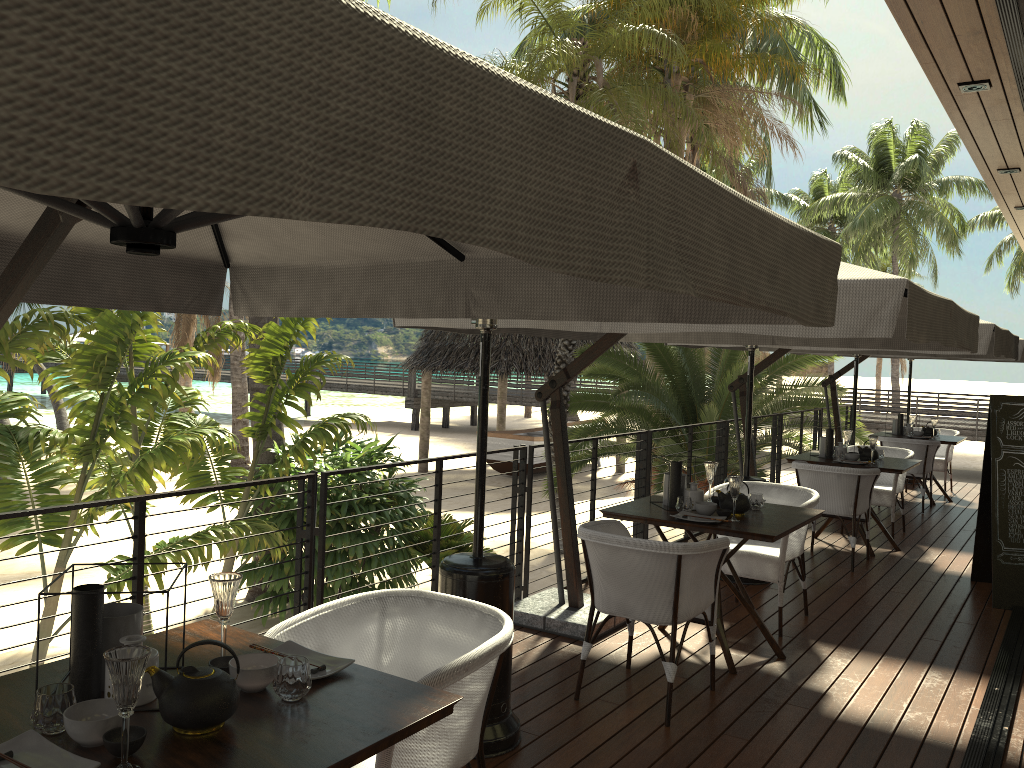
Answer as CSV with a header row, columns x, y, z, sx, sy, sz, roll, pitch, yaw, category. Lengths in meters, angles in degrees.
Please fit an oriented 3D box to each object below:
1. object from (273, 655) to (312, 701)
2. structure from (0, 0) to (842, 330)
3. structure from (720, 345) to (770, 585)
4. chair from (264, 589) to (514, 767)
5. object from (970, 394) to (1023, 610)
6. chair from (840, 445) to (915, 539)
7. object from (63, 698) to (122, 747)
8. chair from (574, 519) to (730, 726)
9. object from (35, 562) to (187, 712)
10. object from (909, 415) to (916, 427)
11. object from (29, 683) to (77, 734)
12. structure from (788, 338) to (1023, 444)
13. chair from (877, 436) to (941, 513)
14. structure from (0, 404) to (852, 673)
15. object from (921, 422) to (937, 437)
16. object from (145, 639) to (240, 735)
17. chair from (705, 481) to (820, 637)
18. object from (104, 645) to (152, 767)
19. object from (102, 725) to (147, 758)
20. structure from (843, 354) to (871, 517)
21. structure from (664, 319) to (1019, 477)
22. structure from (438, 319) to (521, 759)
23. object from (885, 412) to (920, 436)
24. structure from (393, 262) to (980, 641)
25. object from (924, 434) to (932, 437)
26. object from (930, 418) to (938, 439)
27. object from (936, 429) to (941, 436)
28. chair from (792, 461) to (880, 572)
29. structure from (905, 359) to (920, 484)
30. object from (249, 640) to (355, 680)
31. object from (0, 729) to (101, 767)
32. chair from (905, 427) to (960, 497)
x,y,z,sx,sy,sz,roll,pitch,yaw,category
-0.504,0.678,2.036,0.086,0.086,0.086,3,2,38,object
-0.825,0.299,1.951,2.414,2.332,2.413,3,2,33,structure
1.696,0.297,6.357,0.699,2.191,0.699,3,1,21,structure
-0.345,1.065,2.548,0.628,0.788,0.617,3,2,34,chair
3.662,0.785,6.056,0.769,1.396,0.771,3,1,18,object
3.397,0.996,8.281,0.628,0.788,0.617,3,2,34,chair
-0.837,0.686,1.779,0.116,0.065,0.116,3,2,32,object
0.621,1.045,4.072,0.628,0.788,0.617,3,2,34,chair
-0.910,0.574,2.040,0.263,0.264,0.263,2,2,-12,object
4.837,0.489,10.716,0.082,0.227,0.082,3,1,34,object
-0.939,0.669,1.822,0.086,0.086,0.086,3,2,38,object
4.712,0.197,10.434,2.414,2.332,2.413,3,2,33,structure
4.362,0.977,9.804,0.628,0.788,0.617,3,2,34,chair
-2.314,0.997,1.750,0.163,1.153,26.267,3,2,33,structure
4.892,0.530,10.386,0.168,0.179,0.163,3,2,31,object
-0.661,0.631,1.874,0.163,0.179,0.168,3,2,35,object
1.522,1.031,5.409,0.628,0.788,0.617,3,2,34,chair
-0.719,0.611,1.651,0.082,0.227,0.082,3,1,34,object
-0.754,0.702,1.727,0.080,0.042,0.080,2,2,-6,object
3.554,0.263,9.203,0.699,2.191,0.699,3,1,21,structure
2.866,0.231,7.606,2.414,2.332,2.413,3,2,33,structure
-0.124,0.330,3.568,0.699,2.191,0.699,3,1,21,structure
4.644,0.473,10.548,0.263,0.264,0.263,2,2,-12,object
1.020,0.265,4.779,2.414,2.332,2.413,3,2,33,structure
4.799,0.601,10.235,0.080,0.042,0.080,2,2,2,object
4.835,0.509,10.159,0.082,0.227,0.082,3,1,34,object
5.050,0.576,10.544,0.086,0.086,0.086,3,2,38,object
2.527,1.011,6.994,0.628,0.788,0.617,3,2,34,chair
5.361,0.230,11.972,0.699,2.191,0.699,3,1,21,structure
-0.561,0.699,2.241,0.295,0.025,0.170,4,3,33,object
-0.883,0.710,1.622,0.295,0.025,0.170,4,3,33,object
5.258,0.962,11.131,0.628,0.788,0.617,3,2,34,chair
